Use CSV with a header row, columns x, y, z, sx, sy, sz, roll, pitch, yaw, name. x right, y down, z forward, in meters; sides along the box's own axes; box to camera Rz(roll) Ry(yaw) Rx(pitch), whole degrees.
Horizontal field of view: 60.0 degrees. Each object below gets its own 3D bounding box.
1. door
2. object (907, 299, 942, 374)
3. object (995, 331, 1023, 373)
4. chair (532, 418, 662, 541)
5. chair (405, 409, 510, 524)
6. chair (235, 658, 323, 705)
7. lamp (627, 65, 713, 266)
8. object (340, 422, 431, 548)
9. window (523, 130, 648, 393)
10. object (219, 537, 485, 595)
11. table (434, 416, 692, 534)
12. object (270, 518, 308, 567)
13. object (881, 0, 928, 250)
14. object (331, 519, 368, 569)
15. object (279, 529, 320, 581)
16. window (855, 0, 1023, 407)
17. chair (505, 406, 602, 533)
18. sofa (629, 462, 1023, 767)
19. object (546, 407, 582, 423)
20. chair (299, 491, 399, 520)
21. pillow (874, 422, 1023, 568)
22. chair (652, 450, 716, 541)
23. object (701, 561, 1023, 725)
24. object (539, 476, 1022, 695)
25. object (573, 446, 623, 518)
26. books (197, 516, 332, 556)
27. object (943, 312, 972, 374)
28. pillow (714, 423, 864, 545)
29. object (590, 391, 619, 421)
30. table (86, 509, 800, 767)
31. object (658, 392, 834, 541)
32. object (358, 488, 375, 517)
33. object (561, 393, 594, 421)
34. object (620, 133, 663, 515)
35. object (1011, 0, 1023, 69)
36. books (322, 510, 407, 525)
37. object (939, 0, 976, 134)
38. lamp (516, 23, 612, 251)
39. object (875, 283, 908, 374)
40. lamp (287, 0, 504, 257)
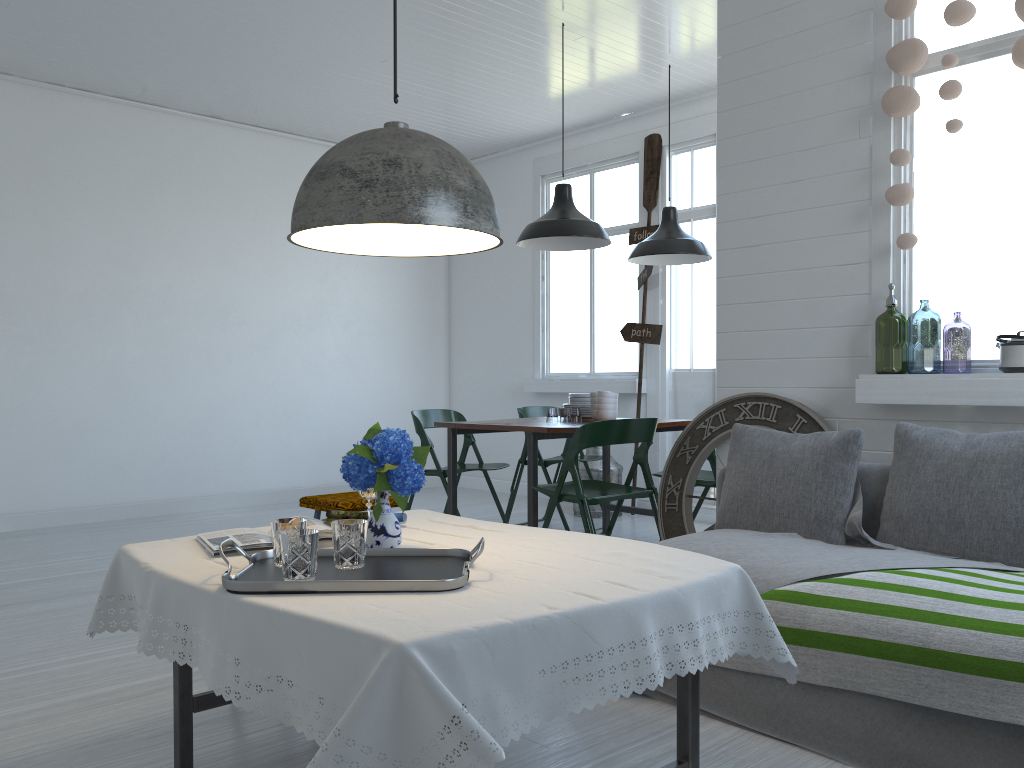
x,y,z,sx,sy,sz,roll,pitch,yaw,name
1.759,-0.567,7.499,0.254,3.481,1.609,-1,1,-43,door
1.833,-0.208,3.942,0.137,0.335,0.137,-1,1,-36,object
2.105,-0.131,3.666,0.186,0.174,0.208,0,1,28,object
0.505,0.694,5.113,0.651,1.007,0.730,-1,1,-43,chair
-0.411,0.693,6.533,0.730,1.007,0.651,0,1,27,chair
-0.829,0.912,3.483,0.419,0.563,0.419,0,1,17,chair
1.214,-1.707,6.831,0.650,1.499,0.650,0,1,2,lamp
-0.350,0.293,2.479,0.265,0.377,0.236,-1,1,-41,object
0.710,-1.115,8.625,0.254,2.399,1.482,-1,1,-43,window
-0.394,0.434,2.216,0.651,0.092,0.398,0,0,-1,object
0.428,0.714,6.167,1.171,0.930,1.695,0,1,45,table
-0.577,0.411,2.298,0.095,0.119,0.095,0,1,-19,object
1.762,-1.302,3.971,0.193,1.405,0.197,0,1,8,object
-0.416,0.411,2.274,0.095,0.119,0.095,0,1,31,object
-0.508,0.411,2.120,0.095,0.119,0.095,0,1,-19,object
2.170,-1.108,3.594,0.254,2.399,1.482,-1,1,-43,window
0.377,0.690,7.264,0.730,1.007,0.651,0,1,37,chair
1.015,0.792,2.028,3.407,0.899,3.394,0,0,-43,sofa
0.363,0.212,6.058,0.241,0.098,0.172,0,0,-39,object
-0.906,0.910,4.962,0.419,0.563,0.419,-1,1,-43,chair
1.756,0.416,3.422,0.280,0.521,0.641,-1,1,-42,pillow
1.316,0.690,5.867,0.730,1.007,0.651,0,1,27,chair
1.589,0.861,2.781,1.043,0.473,3.164,0,0,-42,object
0.923,0.795,3.649,1.684,0.925,1.212,0,0,-2,object
0.771,0.817,7.962,0.450,0.725,0.450,0,1,27,object
-0.706,0.449,2.672,0.422,0.049,0.300,0,0,-28,books
1.925,-0.175,3.834,0.111,0.270,0.111,-1,1,-25,object
1.195,0.445,3.891,0.278,0.522,0.639,-1,1,-43,pillow
0.618,0.153,5.962,0.149,0.216,0.309,0,0,-10,object
-0.272,0.831,2.489,1.327,0.725,1.670,0,0,-42,table
1.177,0.612,4.474,1.111,1.138,0.584,0,1,32,object
-0.459,0.368,2.848,0.098,0.192,0.098,-1,1,-23,object
0.500,0.164,6.296,0.300,0.195,0.305,0,0,-7,object
1.189,-0.549,7.928,0.361,3.422,0.413,0,1,-10,object
2.132,-1.373,3.575,0.196,1.427,0.200,-1,1,-32,object
-0.534,0.454,2.930,0.300,0.043,0.229,0,0,21,books
1.914,-1.622,3.800,0.153,1.089,0.150,0,1,-7,object
0.349,-1.703,6.029,0.650,1.499,0.650,1,1,44,lamp
1.726,-0.251,4.031,0.136,0.415,0.136,1,1,44,object
-0.327,-1.421,2.475,0.601,2.045,0.600,0,1,18,lamp
